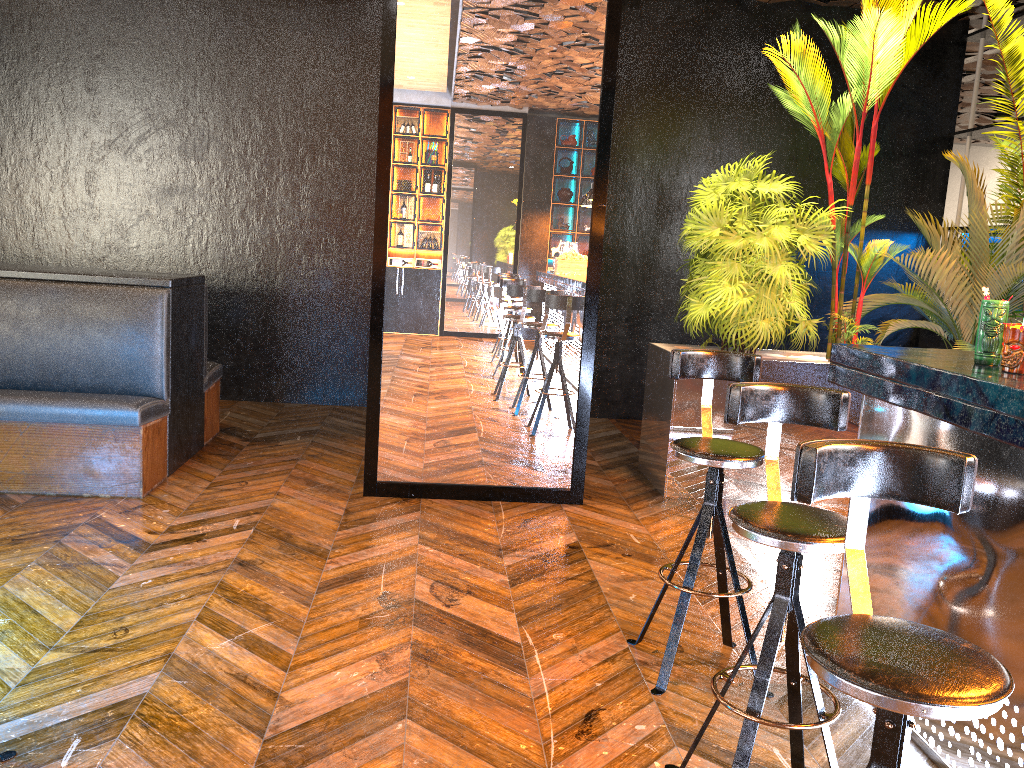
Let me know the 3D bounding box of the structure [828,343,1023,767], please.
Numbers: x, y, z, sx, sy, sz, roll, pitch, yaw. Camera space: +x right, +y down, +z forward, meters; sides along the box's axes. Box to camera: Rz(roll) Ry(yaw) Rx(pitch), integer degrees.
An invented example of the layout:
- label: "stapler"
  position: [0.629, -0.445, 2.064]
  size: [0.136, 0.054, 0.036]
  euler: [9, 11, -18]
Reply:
- label: "structure"
  position: [1.973, 0.660, 0.325]
  size: [1.214, 1.685, 6.009]
  euler: [3, 9, -5]

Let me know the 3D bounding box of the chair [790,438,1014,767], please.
- label: "chair"
  position: [0.632, 0.684, 1.538]
  size: [0.419, 1.108, 0.476]
  euler: [3, 9, -5]

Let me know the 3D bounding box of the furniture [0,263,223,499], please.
- label: "furniture"
  position: [-5.505, -0.263, 5.107]
  size: [7.087, 1.137, 1.802]
  euler: [3, 9, -5]

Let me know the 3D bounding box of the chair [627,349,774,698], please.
- label: "chair"
  position: [0.687, 0.454, 3.096]
  size: [0.419, 1.108, 0.476]
  euler: [3, 9, -5]

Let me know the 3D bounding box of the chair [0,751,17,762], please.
- label: "chair"
  position: [-1.475, 0.615, 2.089]
  size: [0.419, 0.813, 0.419]
  euler: [2, 9, -10]

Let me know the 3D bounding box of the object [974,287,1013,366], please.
- label: "object"
  position: [1.466, -0.177, 2.715]
  size: [0.084, 0.237, 0.086]
  euler: [6, 9, 14]

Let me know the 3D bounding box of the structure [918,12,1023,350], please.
- label: "structure"
  position: [4.240, -1.040, 5.734]
  size: [0.705, 3.734, 4.269]
  euler: [3, 9, -5]

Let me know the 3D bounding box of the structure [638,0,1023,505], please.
- label: "structure"
  position: [3.020, -1.032, 5.731]
  size: [4.073, 3.561, 1.873]
  euler: [3, 9, -4]

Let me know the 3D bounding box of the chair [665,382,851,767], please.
- label: "chair"
  position: [0.690, 0.577, 2.282]
  size: [0.419, 1.108, 0.476]
  euler: [3, 9, -5]

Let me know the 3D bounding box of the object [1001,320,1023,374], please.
- label: "object"
  position: [1.478, -0.127, 2.539]
  size: [0.131, 0.191, 0.110]
  euler: [5, 9, 7]
